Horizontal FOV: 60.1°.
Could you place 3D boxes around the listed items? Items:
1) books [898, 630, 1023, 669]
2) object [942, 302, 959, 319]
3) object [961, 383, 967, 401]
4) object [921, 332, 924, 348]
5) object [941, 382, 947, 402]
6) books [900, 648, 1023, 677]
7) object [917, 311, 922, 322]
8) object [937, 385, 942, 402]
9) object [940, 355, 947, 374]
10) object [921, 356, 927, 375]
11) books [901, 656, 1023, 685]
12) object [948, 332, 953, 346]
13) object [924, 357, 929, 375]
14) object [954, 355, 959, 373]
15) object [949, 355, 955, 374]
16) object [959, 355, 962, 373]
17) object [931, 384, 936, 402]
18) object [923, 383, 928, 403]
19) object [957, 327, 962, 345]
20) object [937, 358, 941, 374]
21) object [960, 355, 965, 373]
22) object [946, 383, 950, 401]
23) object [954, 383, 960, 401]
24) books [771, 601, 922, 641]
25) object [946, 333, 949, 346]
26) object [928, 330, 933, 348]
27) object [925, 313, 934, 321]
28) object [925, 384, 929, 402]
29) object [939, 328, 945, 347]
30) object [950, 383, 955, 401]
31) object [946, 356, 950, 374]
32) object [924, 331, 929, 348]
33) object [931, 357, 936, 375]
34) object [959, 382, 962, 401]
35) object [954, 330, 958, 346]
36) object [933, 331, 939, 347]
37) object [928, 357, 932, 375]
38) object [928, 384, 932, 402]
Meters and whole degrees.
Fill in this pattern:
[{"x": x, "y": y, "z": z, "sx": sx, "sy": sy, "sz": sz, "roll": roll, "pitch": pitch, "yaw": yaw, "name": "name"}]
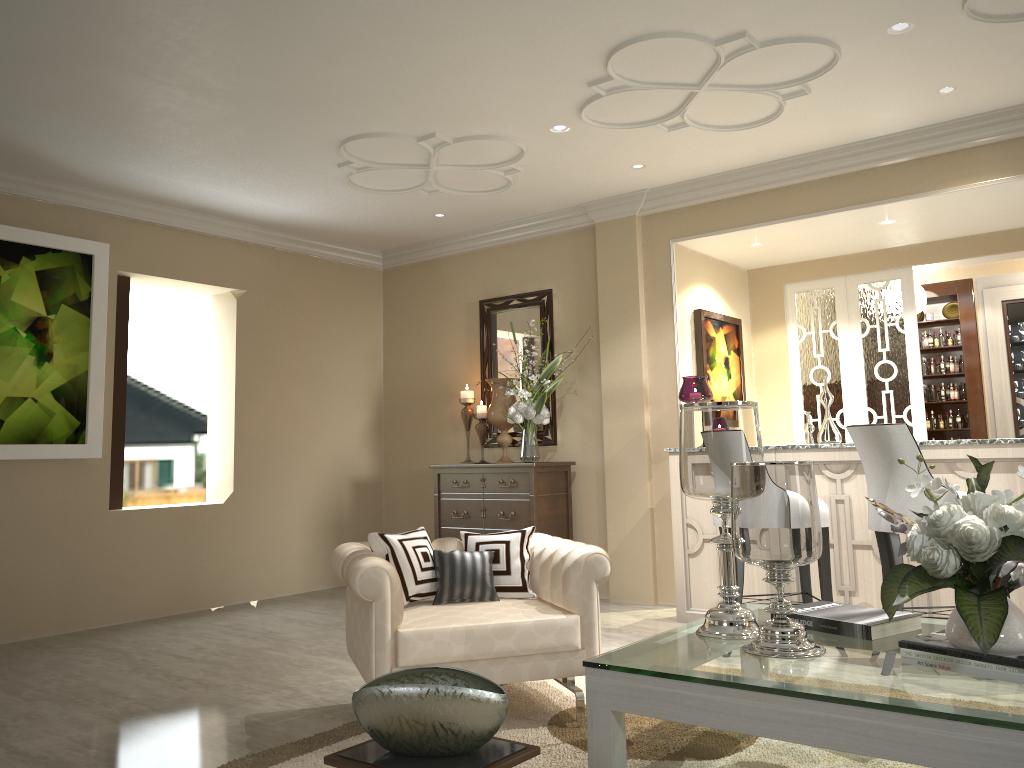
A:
[{"x": 1.186, "y": 0.647, "z": 2.178, "sx": 0.274, "sy": 0.016, "sz": 0.339, "roll": 2, "pitch": -6, "yaw": -35, "name": "books"}, {"x": 3.355, "y": -0.557, "z": 6.741, "sx": 0.150, "sy": 0.143, "sz": 0.058, "roll": -6, "pitch": -8, "yaw": 35, "name": "object"}, {"x": 3.349, "y": 0.058, "z": 6.560, "sx": 0.045, "sy": 0.133, "sz": 0.038, "roll": 2, "pitch": -8, "yaw": -22, "name": "object"}, {"x": 3.164, "y": -0.333, "z": 6.808, "sx": 0.031, "sy": 0.138, "sz": 0.032, "roll": -7, "pitch": -10, "yaw": 38, "name": "object"}, {"x": 3.234, "y": 0.059, "z": 6.636, "sx": 0.036, "sy": 0.149, "sz": 0.038, "roll": -8, "pitch": -10, "yaw": 41, "name": "object"}, {"x": 1.177, "y": 0.665, "z": 2.172, "sx": 0.254, "sy": 0.019, "sz": 0.335, "roll": 2, "pitch": -6, "yaw": -38, "name": "books"}, {"x": 3.126, "y": -0.537, "z": 6.917, "sx": 0.150, "sy": 0.143, "sz": 0.058, "roll": -6, "pitch": -8, "yaw": 35, "name": "object"}, {"x": 3.236, "y": 0.072, "z": 6.700, "sx": 0.037, "sy": 0.133, "sz": 0.039, "roll": -8, "pitch": -10, "yaw": 40, "name": "object"}, {"x": 3.240, "y": -0.146, "z": 6.655, "sx": 0.036, "sy": 0.149, "sz": 0.038, "roll": -8, "pitch": -10, "yaw": 41, "name": "object"}, {"x": 3.141, "y": -0.136, "z": 6.748, "sx": 0.036, "sy": 0.149, "sz": 0.038, "roll": -8, "pitch": -10, "yaw": 41, "name": "object"}, {"x": 1.180, "y": 0.683, "z": 2.165, "sx": 0.254, "sy": 0.019, "sz": 0.342, "roll": 2, "pitch": -6, "yaw": -37, "name": "books"}, {"x": 3.314, "y": -0.335, "z": 6.695, "sx": 0.032, "sy": 0.116, "sz": 0.034, "roll": -7, "pitch": -9, "yaw": 34, "name": "object"}, {"x": 3.183, "y": -0.131, "z": 6.809, "sx": 0.036, "sy": 0.149, "sz": 0.038, "roll": -6, "pitch": -9, "yaw": 32, "name": "object"}, {"x": 3.320, "y": -0.145, "z": 6.619, "sx": 0.031, "sy": 0.138, "sz": 0.032, "roll": -6, "pitch": -9, "yaw": 34, "name": "object"}, {"x": 3.298, "y": -0.145, "z": 6.617, "sx": 0.072, "sy": 0.138, "sz": 0.031, "roll": 3, "pitch": -9, "yaw": -29, "name": "object"}, {"x": 3.378, "y": -0.146, "z": 6.649, "sx": 0.042, "sy": 0.143, "sz": 0.044, "roll": -6, "pitch": -9, "yaw": 34, "name": "object"}, {"x": 3.184, "y": 0.070, "z": 6.690, "sx": 0.031, "sy": 0.138, "sz": 0.032, "roll": -7, "pitch": -10, "yaw": 39, "name": "object"}, {"x": 3.135, "y": 0.069, "z": 6.729, "sx": 0.036, "sy": 0.149, "sz": 0.038, "roll": -8, "pitch": -10, "yaw": 41, "name": "object"}, {"x": 3.365, "y": -0.356, "z": 6.652, "sx": 0.036, "sy": 0.149, "sz": 0.038, "roll": -8, "pitch": -10, "yaw": 40, "name": "object"}, {"x": 3.242, "y": -0.132, "z": 6.719, "sx": 0.037, "sy": 0.133, "sz": 0.039, "roll": -8, "pitch": -10, "yaw": 40, "name": "object"}, {"x": 3.352, "y": -0.147, "z": 6.578, "sx": 0.037, "sy": 0.133, "sz": 0.039, "roll": -8, "pitch": -10, "yaw": 40, "name": "object"}, {"x": 3.284, "y": 0.062, "z": 6.655, "sx": 0.042, "sy": 0.143, "sz": 0.044, "roll": -7, "pitch": -9, "yaw": 38, "name": "object"}, {"x": 3.313, "y": 0.059, "z": 6.598, "sx": 0.031, "sy": 0.138, "sz": 0.037, "roll": -5, "pitch": -8, "yaw": 26, "name": "object"}, {"x": 1.016, "y": 0.718, "z": 2.702, "sx": 0.259, "sy": 0.044, "sz": 0.349, "roll": 2, "pitch": -6, "yaw": -35, "name": "books"}, {"x": 3.330, "y": -0.330, "z": 6.761, "sx": 0.031, "sy": 0.115, "sz": 0.032, "roll": -7, "pitch": -9, "yaw": 35, "name": "object"}, {"x": 3.203, "y": -0.342, "z": 6.779, "sx": 0.036, "sy": 0.149, "sz": 0.038, "roll": -8, "pitch": -10, "yaw": 39, "name": "object"}, {"x": 3.187, "y": -0.507, "z": 6.760, "sx": 0.061, "sy": 0.064, "sz": 0.061, "roll": 0, "pitch": -6, "yaw": -13, "name": "object"}, {"x": 3.177, "y": 0.073, "z": 6.791, "sx": 0.036, "sy": 0.149, "sz": 0.038, "roll": -6, "pitch": -9, "yaw": 32, "name": "object"}, {"x": 3.261, "y": -0.348, "z": 6.722, "sx": 0.036, "sy": 0.149, "sz": 0.038, "roll": -7, "pitch": -9, "yaw": 37, "name": "object"}, {"x": 3.274, "y": 0.059, "z": 6.589, "sx": 0.031, "sy": 0.138, "sz": 0.032, "roll": -7, "pitch": -10, "yaw": 39, "name": "object"}, {"x": 3.290, "y": -0.142, "z": 6.674, "sx": 0.042, "sy": 0.143, "sz": 0.044, "roll": -7, "pitch": -9, "yaw": 38, "name": "object"}, {"x": 3.152, "y": -0.338, "z": 6.743, "sx": 0.031, "sy": 0.138, "sz": 0.032, "roll": -6, "pitch": -9, "yaw": 33, "name": "object"}, {"x": 3.190, "y": -0.134, "z": 6.709, "sx": 0.031, "sy": 0.138, "sz": 0.032, "roll": -7, "pitch": -10, "yaw": 39, "name": "object"}, {"x": 3.372, "y": 0.058, "z": 6.629, "sx": 0.043, "sy": 0.143, "sz": 0.044, "roll": 1, "pitch": -8, "yaw": -19, "name": "object"}, {"x": 3.368, "y": -0.343, "z": 6.713, "sx": 0.037, "sy": 0.133, "sz": 0.039, "roll": -7, "pitch": -10, "yaw": 39, "name": "object"}, {"x": 3.235, "y": -0.337, "z": 6.754, "sx": 0.037, "sy": 0.133, "sz": 0.039, "roll": -8, "pitch": -10, "yaw": 41, "name": "object"}, {"x": 3.201, "y": -0.133, "z": 6.766, "sx": 0.042, "sy": 0.143, "sz": 0.044, "roll": -7, "pitch": -9, "yaw": 38, "name": "object"}, {"x": 3.195, "y": 0.072, "z": 6.747, "sx": 0.042, "sy": 0.143, "sz": 0.044, "roll": -7, "pitch": -9, "yaw": 38, "name": "object"}]
